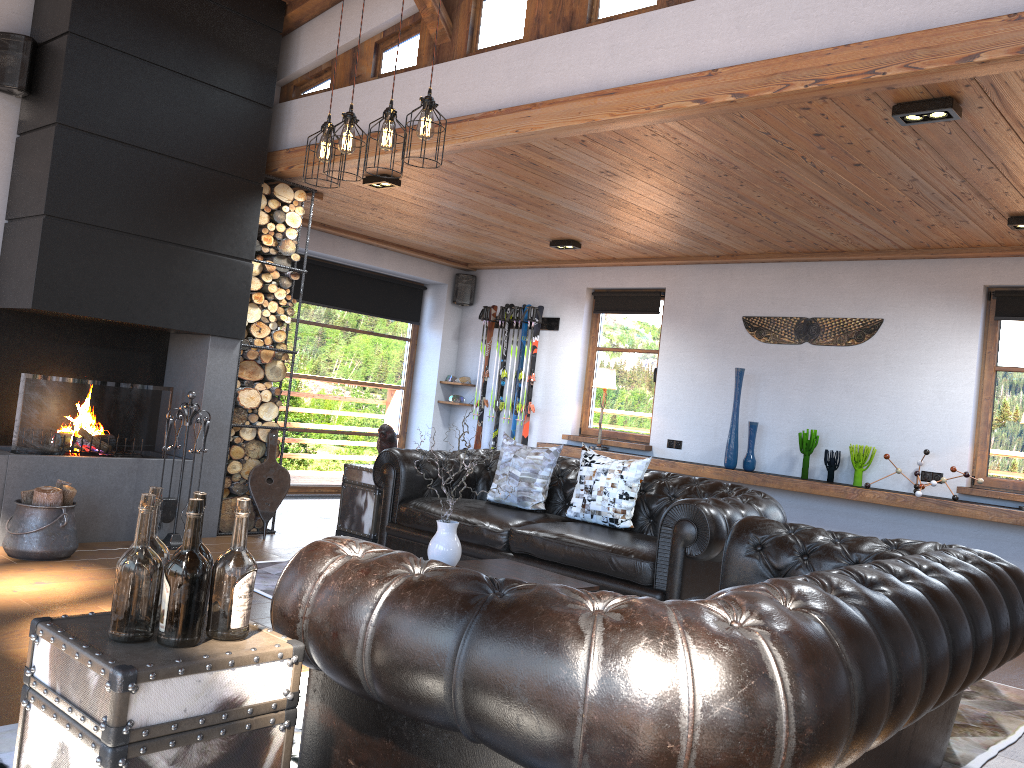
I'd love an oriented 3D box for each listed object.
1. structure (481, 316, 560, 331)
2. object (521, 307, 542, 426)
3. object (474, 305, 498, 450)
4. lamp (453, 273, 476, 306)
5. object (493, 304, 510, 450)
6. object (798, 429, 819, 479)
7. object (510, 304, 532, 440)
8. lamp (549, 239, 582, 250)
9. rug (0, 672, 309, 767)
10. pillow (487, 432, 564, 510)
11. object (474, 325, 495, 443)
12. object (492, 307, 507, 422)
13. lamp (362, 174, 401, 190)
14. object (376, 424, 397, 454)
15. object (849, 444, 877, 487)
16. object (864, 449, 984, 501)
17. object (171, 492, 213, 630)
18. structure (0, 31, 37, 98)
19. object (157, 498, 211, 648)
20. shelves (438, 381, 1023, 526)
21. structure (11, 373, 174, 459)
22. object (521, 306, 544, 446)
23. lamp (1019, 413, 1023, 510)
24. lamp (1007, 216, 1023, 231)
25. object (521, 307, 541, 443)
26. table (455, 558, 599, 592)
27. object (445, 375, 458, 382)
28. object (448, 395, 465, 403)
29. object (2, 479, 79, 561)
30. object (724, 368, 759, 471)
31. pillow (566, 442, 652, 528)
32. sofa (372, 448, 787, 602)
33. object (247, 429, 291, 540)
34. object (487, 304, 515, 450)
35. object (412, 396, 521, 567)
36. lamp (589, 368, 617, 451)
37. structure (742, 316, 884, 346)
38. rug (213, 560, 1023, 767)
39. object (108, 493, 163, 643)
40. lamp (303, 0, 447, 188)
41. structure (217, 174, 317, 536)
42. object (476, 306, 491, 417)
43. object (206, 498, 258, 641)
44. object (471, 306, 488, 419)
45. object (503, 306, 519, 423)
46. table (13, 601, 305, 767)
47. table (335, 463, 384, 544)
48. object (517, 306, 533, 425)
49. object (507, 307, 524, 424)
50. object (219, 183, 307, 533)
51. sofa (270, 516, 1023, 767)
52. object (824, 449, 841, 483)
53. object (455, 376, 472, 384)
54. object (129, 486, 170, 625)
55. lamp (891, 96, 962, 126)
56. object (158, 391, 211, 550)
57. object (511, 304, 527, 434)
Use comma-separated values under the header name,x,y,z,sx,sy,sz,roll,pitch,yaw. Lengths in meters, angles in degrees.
name,x,y,z,sx,sy,sz,roll,pitch,yaw
structure,0.017,-0.675,9.538,1.039,0.135,0.322,5,-2,41
object,0.199,-0.183,9.245,0.121,1.250,0.059,6,-2,3
object,-0.262,-0.067,9.702,0.094,1.607,0.116,4,-3,41
lamp,-0.544,-1.074,10.124,0.211,0.349,0.216,4,-3,41
object,-0.133,-0.071,9.638,0.072,1.623,0.112,4,-3,41
object,2.408,0.572,7.241,0.158,0.411,0.146,6,-2,10
object,0.101,-0.049,9.459,0.072,1.623,0.112,4,-3,41
lamp,0.490,-1.279,8.100,0.258,0.068,0.157,5,-2,41
rug,-0.848,1.072,1.691,2.404,0.053,3.850,5,-2,42
pillow,0.081,0.570,5.861,0.522,0.469,0.286,5,-3,44
object,-0.328,-0.058,9.773,0.094,1.607,0.116,4,-3,41
object,-0.170,-0.217,9.555,0.120,1.250,0.059,5,-3,23
lamp,-0.947,-1.478,6.456,0.258,0.068,0.157,5,-2,41
object,-0.894,0.443,6.328,0.150,0.319,0.247,7,-2,-7
object,2.753,0.644,7.016,0.182,0.332,0.199,6,-2,1
object,3.076,0.660,6.627,0.525,0.349,0.641,7,-2,-21
object,-0.672,0.371,1.863,0.087,0.286,0.088,6,-2,19
structure,-3.104,-1.990,5.514,0.211,0.349,0.216,4,-3,41
object,-0.647,0.371,1.769,0.087,0.286,0.087,7,-2,-9
shelves,1.649,0.682,7.950,6.567,0.989,0.619,5,-2,42
structure,-2.652,0.239,5.751,0.181,0.515,0.993,4,-2,41
object,0.233,-0.023,9.265,0.094,1.607,0.116,4,-3,41
lamp,3.721,0.848,6.315,0.243,1.482,0.638,5,-3,33
lamp,3.303,-1.029,5.621,0.258,0.068,0.157,5,-2,41
object,0.167,-0.014,9.336,0.094,1.607,0.116,4,-3,41
table,0.021,1.073,4.197,0.404,0.350,0.643,8,-2,-44
object,-0.672,-0.058,10.099,0.187,0.084,0.161,5,-2,40
object,-0.637,0.165,10.036,0.189,0.084,0.350,7,-1,-12
object,-2.677,0.773,5.075,0.387,0.431,0.381,7,-2,-22
object,1.982,0.303,7.561,0.274,0.863,0.111,6,-2,-3
pillow,0.584,0.614,5.418,0.522,0.469,0.286,5,-3,44
sofa,0.371,0.906,5.496,2.537,0.839,1.253,5,-2,41
object,-1.788,0.724,6.500,0.261,0.795,0.270,5,-2,25
object,-0.139,-0.074,9.534,0.102,1.623,0.257,5,-3,38
object,-0.251,0.452,3.852,0.410,0.808,0.613,8,-3,-37
lamp,0.979,0.606,8.762,0.243,1.482,0.639,4,-3,45
structure,2.483,-0.451,7.487,1.234,0.240,0.099,5,-3,41
rug,0.413,1.288,4.778,3.998,0.053,2.458,5,-2,42
object,-0.739,0.361,1.763,0.088,0.286,0.086,8,-3,-36
lamp,-0.575,-2.054,4.191,0.794,2.203,0.264,5,-3,32
structure,-1.978,-0.218,6.670,0.506,2.619,0.507,4,-3,41
object,-0.344,-0.232,9.707,0.120,1.250,0.059,5,-3,23
object,-0.576,0.381,1.845,0.087,0.286,0.088,6,-2,18
object,-0.365,-0.236,9.628,0.058,1.250,0.122,5,-3,24
object,-0.050,-0.208,9.362,0.121,1.250,0.059,6,-2,-2
table,-0.739,0.808,1.817,0.413,0.609,0.410,5,-3,41
table,-0.955,0.896,6.332,0.413,0.609,0.410,5,-3,41
object,0.097,-0.195,9.213,0.120,1.250,0.059,6,-2,8
object,0.003,-0.201,9.402,0.120,1.250,0.059,5,-3,23
object,-1.990,-0.213,6.671,0.461,2.613,0.499,4,-3,41
sofa,0.672,0.869,2.643,1.225,0.839,2.593,5,-2,41
object,2.575,0.663,7.149,0.129,0.261,0.124,6,-2,11
object,-0.540,-0.046,9.983,0.158,0.084,0.191,5,-2,40
object,-0.769,0.360,1.875,0.088,0.286,0.086,8,-3,-38
lamp,1.862,-1.229,3.977,0.258,0.068,0.157,5,-2,41
object,-2.150,0.549,5.786,0.308,1.018,0.307,6,-2,-3
object,0.052,-0.053,9.516,0.072,1.623,0.112,4,-3,41
